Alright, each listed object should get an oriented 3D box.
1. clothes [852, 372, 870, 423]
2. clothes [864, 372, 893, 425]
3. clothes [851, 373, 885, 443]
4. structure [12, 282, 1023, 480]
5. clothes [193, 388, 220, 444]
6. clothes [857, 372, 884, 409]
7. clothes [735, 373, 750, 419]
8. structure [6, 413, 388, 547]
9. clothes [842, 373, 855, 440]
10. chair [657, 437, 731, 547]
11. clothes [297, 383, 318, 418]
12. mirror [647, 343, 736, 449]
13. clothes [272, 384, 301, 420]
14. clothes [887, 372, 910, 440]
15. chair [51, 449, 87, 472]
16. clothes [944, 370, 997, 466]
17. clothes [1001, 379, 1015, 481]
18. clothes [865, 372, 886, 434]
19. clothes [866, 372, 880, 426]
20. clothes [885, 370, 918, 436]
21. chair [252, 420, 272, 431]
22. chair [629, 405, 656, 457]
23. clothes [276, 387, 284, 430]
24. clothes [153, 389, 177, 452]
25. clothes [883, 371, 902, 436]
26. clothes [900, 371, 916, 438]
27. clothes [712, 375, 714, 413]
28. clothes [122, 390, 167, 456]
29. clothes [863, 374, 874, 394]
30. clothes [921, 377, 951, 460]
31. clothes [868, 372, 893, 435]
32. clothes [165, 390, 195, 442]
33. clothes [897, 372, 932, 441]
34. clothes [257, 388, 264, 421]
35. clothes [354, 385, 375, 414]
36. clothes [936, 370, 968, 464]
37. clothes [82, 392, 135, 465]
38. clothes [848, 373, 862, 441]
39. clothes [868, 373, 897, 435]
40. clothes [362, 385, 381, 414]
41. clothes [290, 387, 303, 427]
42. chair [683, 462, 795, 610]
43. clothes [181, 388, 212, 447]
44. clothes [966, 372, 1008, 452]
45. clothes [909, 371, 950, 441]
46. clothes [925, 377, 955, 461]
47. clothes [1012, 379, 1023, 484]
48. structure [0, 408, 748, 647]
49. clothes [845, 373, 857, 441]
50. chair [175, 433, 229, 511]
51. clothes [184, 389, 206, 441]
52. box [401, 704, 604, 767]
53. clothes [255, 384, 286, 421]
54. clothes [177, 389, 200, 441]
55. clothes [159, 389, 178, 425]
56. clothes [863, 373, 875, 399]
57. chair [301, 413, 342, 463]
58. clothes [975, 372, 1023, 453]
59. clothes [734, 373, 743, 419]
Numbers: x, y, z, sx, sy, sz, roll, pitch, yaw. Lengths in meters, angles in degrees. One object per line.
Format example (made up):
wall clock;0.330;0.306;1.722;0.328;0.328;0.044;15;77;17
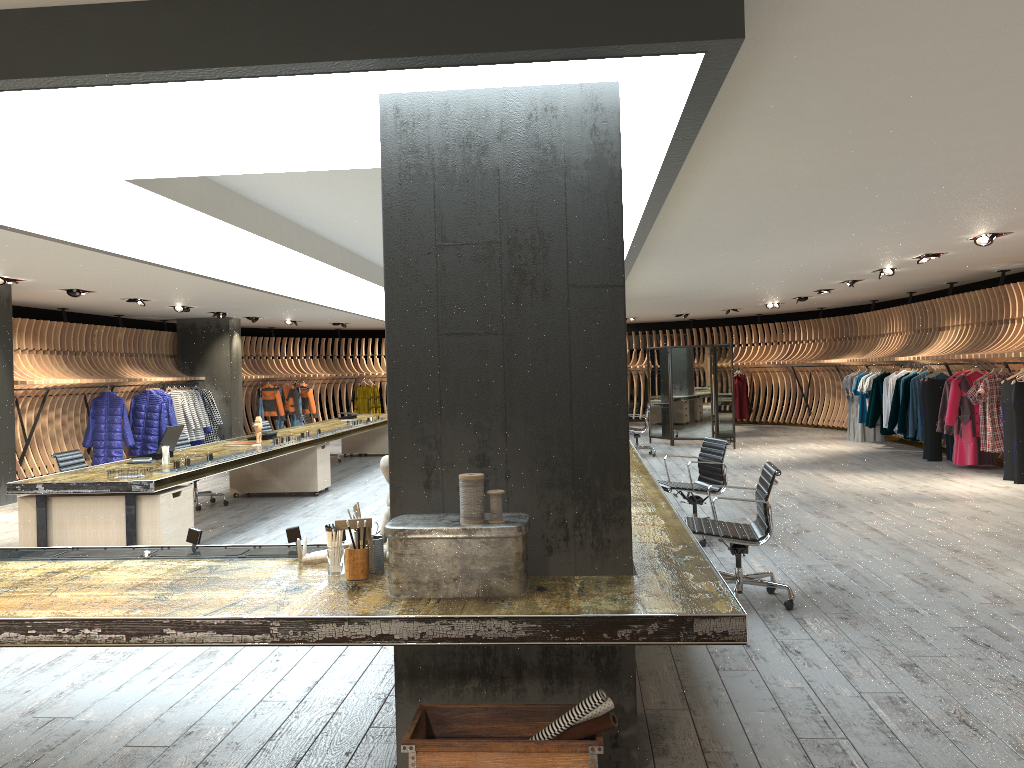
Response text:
clothes;6.567;0.262;16.107;0.738;0.971;0.167;-2;0;13
clothes;6.548;0.254;15.507;0.734;0.937;0.164;-2;0;8
clothes;6.658;0.503;16.550;0.677;1.434;0.204;-2;0;-11
structure;-0.705;0.119;7.400;14.881;2.440;36.557;-2;1;5
clothes;-6.311;0.676;17.972;0.807;1.187;0.192;-2;0;5
clothes;6.612;0.248;15.960;0.743;0.931;0.158;-2;0;9
clothes;5.666;0.302;21.865;0.444;1.129;0.126;-2;0;-23
structure;-2.827;0.980;11.865;1.162;0.844;10.452;-2;1;5
clothes;6.692;0.497;16.965;0.677;1.434;0.204;-2;0;19
chair;1.532;0.912;7.662;0.667;0.859;0.693;-2;0;-19
clothes;-5.195;0.416;22.104;0.839;0.881;0.201;-1;0;35
mirror;3.370;0.217;16.728;0.443;1.892;2.111;-1;0;-44
clothes;-5.473;0.433;21.599;0.839;0.881;0.201;-1;0;25
clothes;6.476;0.346;14.199;0.913;1.081;0.238;-2;0;9
chair;-3.890;1.052;8.301;0.667;0.859;0.693;-2;0;-9
clothes;6.303;0.461;12.014;0.839;1.312;0.321;-2;0;14
clothes;6.191;0.608;10.673;0.539;1.353;0.087;-2;0;44
clothes;6.567;0.331;15.347;0.913;1.081;0.238;-2;0;4
clothes;6.578;0.266;15.691;0.742;0.950;0.167;-2;0;-12
clothes;6.472;0.323;14.535;0.733;1.106;0.165;-2;0;4
chair;-3.455;0.973;13.094;0.667;0.859;0.693;-2;0;1
chair;2.071;0.794;15.066;0.667;0.859;0.693;-2;0;1
clothes;-5.620;0.791;21.359;0.200;1.422;0.309;-2;0;-3
clothes;-6.541;0.718;16.265;0.883;1.246;0.249;-2;0;1
clothes;6.544;0.319;14.720;0.733;1.106;0.165;-2;0;9
clothes;6.471;0.321;13.968;0.715;1.088;0.257;-2;0;0
clothes;5.238;0.264;22.409;0.777;1.053;0.151;-2;0;5
clothes;-6.709;0.733;16.137;0.880;1.260;0.242;-2;0;1
clothes;6.627;0.247;15.765;0.742;0.938;0.162;-2;0;-1
clothes;6.412;0.566;13.249;0.539;1.353;0.087;-2;0;29
clothes;6.551;0.334;15.138;0.913;1.081;0.238;-2;0;9
clothes;-6.411;0.637;16.936;0.752;1.062;0.128;-2;0;3
clothes;6.456;0.351;13.845;0.913;1.081;0.238;-2;0;4
clothes;-5.886;0.806;20.828;0.200;1.422;0.309;-2;0;-18
clothes;-3.894;0.541;23.388;0.664;1.045;0.168;-1;0;35
clothes;6.327;0.456;12.303;0.839;1.312;0.321;-2;0;4
clothes;-6.740;0.747;14.742;0.885;1.239;0.245;-2;0;1
clothes;6.670;0.501;16.685;0.677;1.434;0.204;-2;0;19
clothes;6.565;0.332;15.224;0.913;1.081;0.238;-2;0;4
clothes;-3.753;0.536;23.505;0.664;1.045;0.168;-1;0;35
clothes;-5.324;0.776;21.875;0.309;1.422;0.200;-2;0;-23
chair;1.375;0.945;5.590;0.667;0.859;0.693;-2;0;1
clothes;-6.468;0.696;17.825;0.885;1.239;0.245;-2;0;1
clothes;6.243;0.360;11.398;0.760;1.020;0.188;-2;0;5
clothes;6.436;0.328;13.531;0.715;1.088;0.257;-2;0;10
clothes;6.378;0.570;13.059;0.539;1.353;0.087;-2;0;9
clothes;6.193;0.611;10.469;0.539;1.353;0.087;-2;0;4
structure;-1.014;0.936;11.506;4.835;0.844;18.477;-2;1;5
clothes;6.682;0.499;16.825;0.677;1.434;0.204;-2;0;-6
chair;-3.695;1.016;10.459;0.667;0.859;0.693;-2;0;-4
clothes;-6.372;0.629;17.432;0.752;1.062;0.128;-2;0;3
box;-0.018;1.310;3.063;0.664;0.282;0.341;-2;0;5
clothes;-5.791;0.446;21.132;0.839;0.881;0.201;-1;0;20
clothes;-6.392;0.634;17.171;0.752;1.062;0.128;-2;0;3
clothes;-6.605;0.719;16.449;0.885;1.239;0.245;-2;0;1
clothes;6.640;0.262;15.906;0.743;0.960;0.167;-2;0;-2
chair;-3.290;0.938;15.298;0.667;0.859;0.693;-2;0;-9
clothes;6.211;0.362;11.177;0.760;1.030;0.179;-2;0;-10
clothes;5.623;0.302;21.948;0.444;1.129;0.127;-2;0;2
